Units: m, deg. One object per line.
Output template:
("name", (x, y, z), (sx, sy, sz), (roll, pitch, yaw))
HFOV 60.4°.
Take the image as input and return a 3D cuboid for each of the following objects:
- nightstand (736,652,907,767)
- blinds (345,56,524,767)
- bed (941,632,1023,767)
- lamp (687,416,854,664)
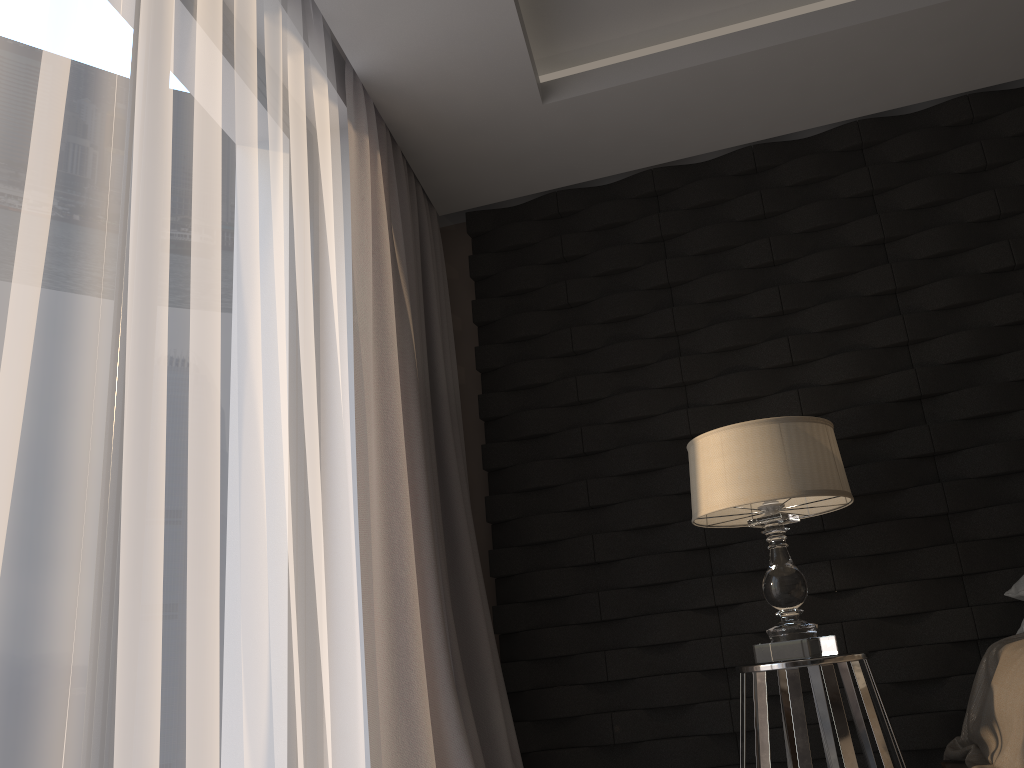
("nightstand", (0.816, 1.038, 2.311), (0.528, 0.603, 0.574), (-15, -21, 27))
("blinds", (-0.208, 0.261, 2.856), (0.336, 2.640, 1.013), (-8, -18, 9))
("bed", (1.909, 0.589, 1.387), (2.232, 0.624, 2.356), (-12, -19, 15))
("lamp", (0.757, 0.456, 2.510), (0.490, 0.630, 0.442), (10, -24, -39))
